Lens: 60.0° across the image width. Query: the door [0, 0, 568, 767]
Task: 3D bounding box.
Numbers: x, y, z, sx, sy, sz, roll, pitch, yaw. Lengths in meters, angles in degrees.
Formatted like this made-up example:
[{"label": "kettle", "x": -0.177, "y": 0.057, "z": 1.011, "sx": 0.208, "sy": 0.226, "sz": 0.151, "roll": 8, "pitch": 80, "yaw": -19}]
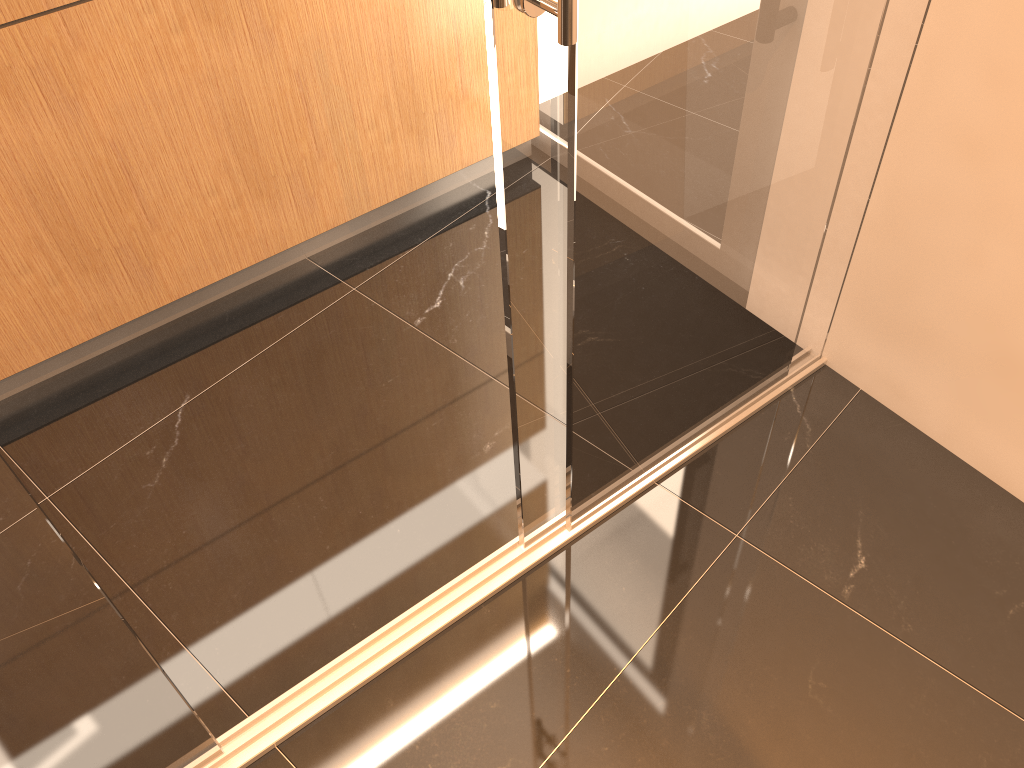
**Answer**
[{"label": "door", "x": -0.363, "y": -0.580, "z": 0.697, "sx": 2.473, "sy": 3.285, "sz": 0.098, "roll": -30, "pitch": 53, "yaw": -23}]
